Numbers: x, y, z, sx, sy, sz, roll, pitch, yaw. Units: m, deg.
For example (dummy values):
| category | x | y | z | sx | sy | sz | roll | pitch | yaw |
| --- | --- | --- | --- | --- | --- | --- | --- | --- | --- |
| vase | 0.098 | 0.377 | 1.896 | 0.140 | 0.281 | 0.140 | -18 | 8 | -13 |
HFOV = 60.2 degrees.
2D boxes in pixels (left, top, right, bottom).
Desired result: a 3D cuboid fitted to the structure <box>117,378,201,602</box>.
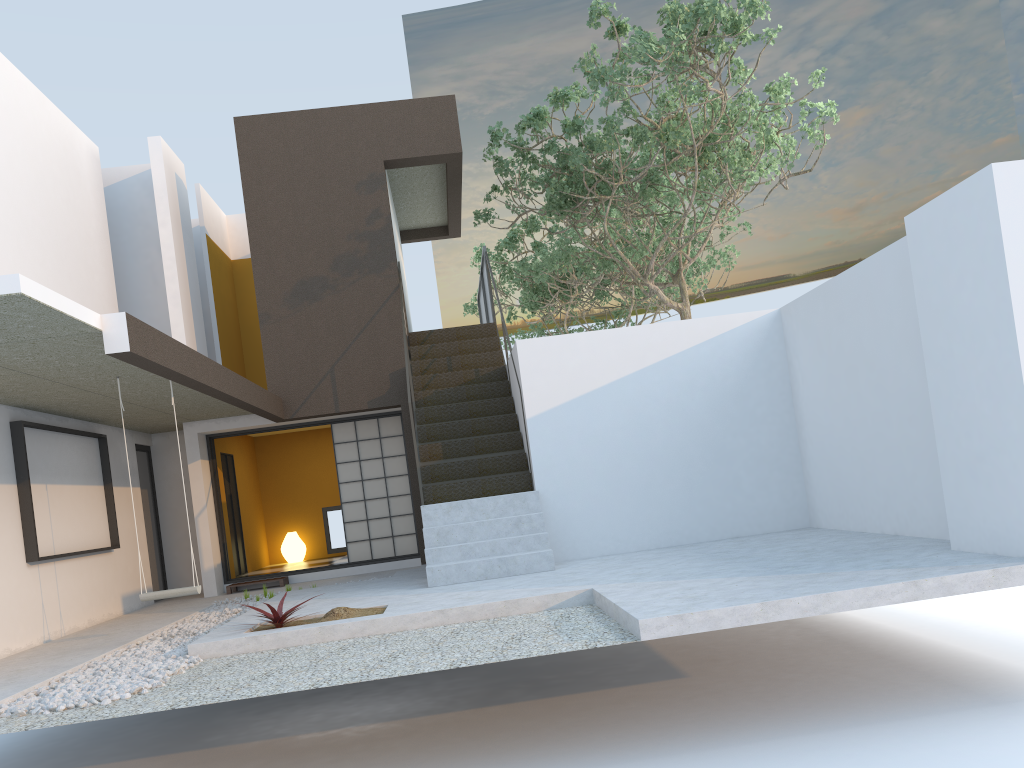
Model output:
| category | x | y | z | sx | sy | sz | roll | pitch | yaw |
| --- | --- | --- | --- | --- | --- | --- | --- | --- | --- |
| structure | -2.922 | 0.833 | 7.274 | 0.461 | 1.862 | 0.129 | -7 | -1 | -4 |

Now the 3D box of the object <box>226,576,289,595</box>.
| category | x | y | z | sx | sy | sz | roll | pitch | yaw |
| --- | --- | --- | --- | --- | --- | --- | --- | --- | --- |
| object | -3.204 | 2.539 | 11.142 | 0.702 | 0.100 | 0.352 | -7 | -6 | -4 |

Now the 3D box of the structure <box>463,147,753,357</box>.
| category | x | y | z | sx | sy | sz | roll | pitch | yaw |
| --- | --- | --- | --- | --- | --- | --- | --- | --- | --- |
| structure | 2.059 | -1.664 | 17.608 | 5.488 | 4.689 | 7.363 | -6 | -5 | -24 |

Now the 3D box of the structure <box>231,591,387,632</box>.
| category | x | y | z | sx | sy | sz | roll | pitch | yaw |
| --- | --- | --- | --- | --- | --- | --- | --- | --- | --- |
| structure | -1.545 | 1.728 | 6.707 | 1.202 | 0.291 | 0.751 | -7 | -6 | -4 |

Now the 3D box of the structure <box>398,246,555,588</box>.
| category | x | y | z | sx | sy | sz | roll | pitch | yaw |
| --- | --- | --- | --- | --- | --- | --- | --- | --- | --- |
| structure | -0.645 | 0.214 | 11.267 | 1.157 | 3.932 | 6.588 | -7 | -5 | -5 |

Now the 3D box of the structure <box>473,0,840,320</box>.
| category | x | y | z | sx | sy | sz | roll | pitch | yaw |
| --- | --- | --- | --- | --- | --- | --- | --- | --- | --- |
| structure | 1.915 | -2.291 | 10.995 | 4.318 | 3.690 | 5.794 | -6 | -5 | -24 |

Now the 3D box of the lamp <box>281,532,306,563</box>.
| category | x | y | z | sx | sy | sz | roll | pitch | yaw |
| --- | --- | --- | --- | --- | --- | --- | --- | --- | --- |
| lamp | -3.448 | 2.585 | 13.924 | 0.386 | 0.499 | 0.397 | -7 | -3 | -15 |
